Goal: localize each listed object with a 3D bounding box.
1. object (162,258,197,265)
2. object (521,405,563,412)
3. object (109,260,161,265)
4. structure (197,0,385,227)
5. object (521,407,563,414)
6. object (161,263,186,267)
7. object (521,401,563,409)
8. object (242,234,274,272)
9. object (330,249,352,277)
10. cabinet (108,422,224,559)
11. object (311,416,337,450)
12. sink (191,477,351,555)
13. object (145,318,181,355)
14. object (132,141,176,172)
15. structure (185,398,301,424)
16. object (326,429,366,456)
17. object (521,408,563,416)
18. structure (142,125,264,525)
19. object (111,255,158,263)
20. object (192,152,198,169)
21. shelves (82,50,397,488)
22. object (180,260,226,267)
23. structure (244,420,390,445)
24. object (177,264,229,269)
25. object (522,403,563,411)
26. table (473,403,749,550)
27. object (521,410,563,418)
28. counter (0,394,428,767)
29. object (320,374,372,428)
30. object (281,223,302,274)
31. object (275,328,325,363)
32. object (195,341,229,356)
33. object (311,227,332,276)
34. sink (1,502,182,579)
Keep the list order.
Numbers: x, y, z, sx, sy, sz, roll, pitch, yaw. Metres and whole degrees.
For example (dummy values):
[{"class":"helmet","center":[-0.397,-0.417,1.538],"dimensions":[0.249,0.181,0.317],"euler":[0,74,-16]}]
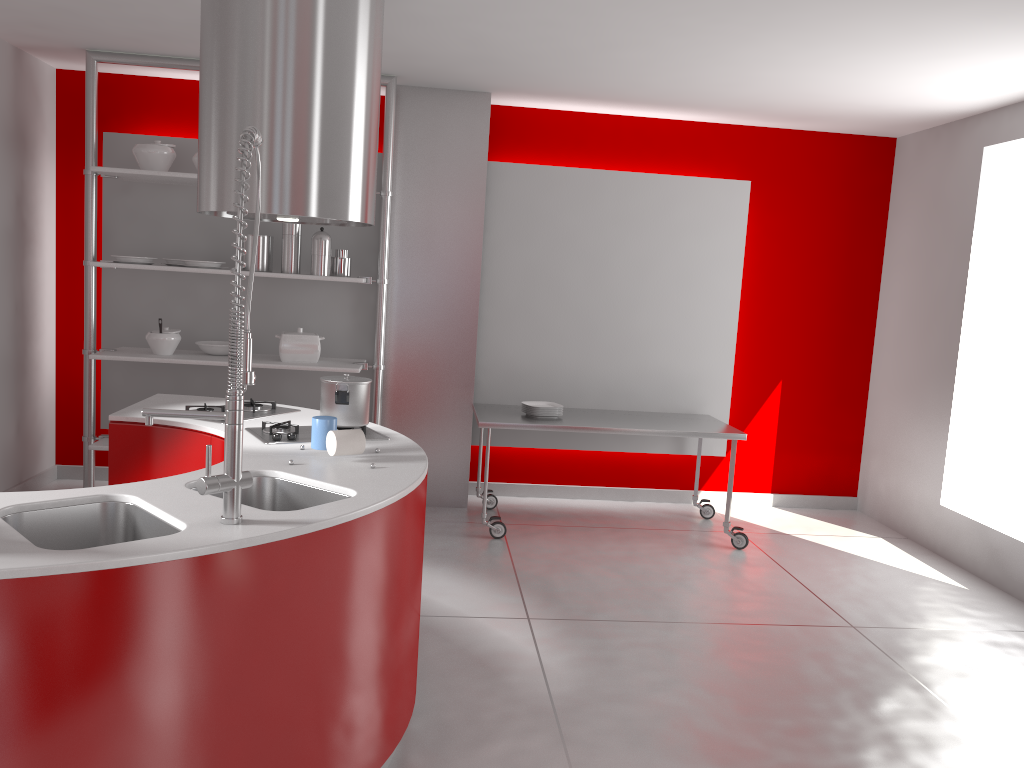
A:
[{"class":"object","center":[-1.939,-0.713,5.239],"dimensions":[0.244,0.042,0.244],"euler":[2,7,-14]},{"class":"object","center":[0.179,0.151,5.289],"dimensions":[0.228,0.020,0.228],"euler":[1,7,-24]},{"class":"object","center":[-2.130,-0.683,5.001],"dimensions":[0.280,0.015,0.280],"euler":[8,8,31]},{"class":"structure","center":[-0.811,-1.085,3.272],"dimensions":[0.644,0.958,0.644],"euler":[-2,9,-39]},{"class":"object","center":[0.178,0.161,5.291],"dimensions":[0.228,0.020,0.228],"euler":[1,7,-24]},{"class":"object","center":[-1.940,-0.699,5.241],"dimensions":[0.280,0.015,0.280],"euler":[8,8,31]},{"class":"object","center":[0.180,0.130,5.287],"dimensions":[0.228,0.020,0.228],"euler":[1,7,-24]},{"class":"object","center":[-1.471,-0.752,5.107],"dimensions":[0.184,0.205,0.172],"euler":[4,7,0]},{"class":"object","center":[-1.015,-0.715,5.250],"dimensions":[0.127,0.157,0.127],"euler":[4,7,5]},{"class":"cabinet","center":[-1.640,0.622,2.489],"dimensions":[1.025,0.761,1.875],"euler":[9,9,39]},{"class":"object","center":[-0.618,0.157,2.892],"dimensions":[0.080,0.100,0.109],"euler":[-1,8,-32]},{"class":"sink","center":[-0.658,0.388,2.413],"dimensions":[0.428,0.172,0.326],"euler":[8,8,33]},{"class":"object","center":[-2.008,-0.276,5.109],"dimensions":[0.192,0.214,0.192],"euler":[1,7,-19]},{"class":"object","center":[-2.022,-1.281,5.013],"dimensions":[0.231,0.191,0.231],"euler":[8,8,35]},{"class":"structure","center":[-1.105,0.098,3.561],"dimensions":[0.303,0.037,0.457],"euler":[7,7,24]},{"class":"object","center":[-0.531,0.182,2.799],"dimensions":[0.100,0.080,0.109],"euler":[-1,8,-35]},{"class":"object","center":[0.177,0.171,5.292],"dimensions":[0.228,0.020,0.228],"euler":[1,7,-24]},{"class":"structure","center":[-0.672,-0.142,2.062],"dimensions":[0.178,0.920,0.308],"euler":[9,9,38]},{"class":"object","center":[-2.129,-0.696,4.999],"dimensions":[0.244,0.042,0.244],"euler":[1,7,-21]},{"class":"object","center":[-1.718,-1.248,5.046],"dimensions":[0.192,0.153,0.192],"euler":[5,7,8]},{"class":"shelves","center":[-1.599,-0.530,5.180],"dimensions":[1.735,2.599,0.535],"euler":[3,7,-6]},{"class":"object","center":[-1.749,-0.675,5.022],"dimensions":[0.244,0.042,0.244],"euler":[1,7,-21]},{"class":"structure","center":[-0.705,0.164,3.214],"dimensions":[0.457,0.037,0.303],"euler":[0,8,-30]},{"class":"object","center":[-1.750,-0.662,5.024],"dimensions":[0.280,0.015,0.280],"euler":[7,7,24]},{"class":"object","center":[0.179,0.140,5.288],"dimensions":[0.228,0.020,0.228],"euler":[1,7,-24]},{"class":"table","center":[0.562,0.545,5.416],"dimensions":[1.627,0.682,0.749],"euler":[3,7,-4]},{"class":"object","center":[0.177,0.181,5.293],"dimensions":[0.228,0.020,0.228],"euler":[1,7,-24]},{"class":"counter","center":[-1.370,0.673,2.478],"dimensions":[1.868,0.880,2.865],"euler":[7,8,28]},{"class":"object","center":[-0.610,0.055,3.248],"dimensions":[0.189,0.185,0.218],"euler":[-3,9,-43]},{"class":"object","center":[-1.262,-0.797,5.077],"dimensions":[0.109,0.329,0.110],"euler":[3,7,-8]},{"class":"object","center":[-1.256,-0.234,5.240],"dimensions":[0.282,0.197,0.235],"euler":[2,7,-16]},{"class":"object","center":[-1.748,-0.209,5.290],"dimensions":[0.272,0.072,0.272],"euler":[-2,9,-41]},{"class":"object","center":[-1.086,-0.755,5.049],"dimensions":[0.115,0.274,0.115],"euler":[2,7,-13]},{"class":"sink","center":[-0.968,0.413,2.040],"dimensions":[0.326,0.172,0.428],"euler":[-3,9,-44]}]
